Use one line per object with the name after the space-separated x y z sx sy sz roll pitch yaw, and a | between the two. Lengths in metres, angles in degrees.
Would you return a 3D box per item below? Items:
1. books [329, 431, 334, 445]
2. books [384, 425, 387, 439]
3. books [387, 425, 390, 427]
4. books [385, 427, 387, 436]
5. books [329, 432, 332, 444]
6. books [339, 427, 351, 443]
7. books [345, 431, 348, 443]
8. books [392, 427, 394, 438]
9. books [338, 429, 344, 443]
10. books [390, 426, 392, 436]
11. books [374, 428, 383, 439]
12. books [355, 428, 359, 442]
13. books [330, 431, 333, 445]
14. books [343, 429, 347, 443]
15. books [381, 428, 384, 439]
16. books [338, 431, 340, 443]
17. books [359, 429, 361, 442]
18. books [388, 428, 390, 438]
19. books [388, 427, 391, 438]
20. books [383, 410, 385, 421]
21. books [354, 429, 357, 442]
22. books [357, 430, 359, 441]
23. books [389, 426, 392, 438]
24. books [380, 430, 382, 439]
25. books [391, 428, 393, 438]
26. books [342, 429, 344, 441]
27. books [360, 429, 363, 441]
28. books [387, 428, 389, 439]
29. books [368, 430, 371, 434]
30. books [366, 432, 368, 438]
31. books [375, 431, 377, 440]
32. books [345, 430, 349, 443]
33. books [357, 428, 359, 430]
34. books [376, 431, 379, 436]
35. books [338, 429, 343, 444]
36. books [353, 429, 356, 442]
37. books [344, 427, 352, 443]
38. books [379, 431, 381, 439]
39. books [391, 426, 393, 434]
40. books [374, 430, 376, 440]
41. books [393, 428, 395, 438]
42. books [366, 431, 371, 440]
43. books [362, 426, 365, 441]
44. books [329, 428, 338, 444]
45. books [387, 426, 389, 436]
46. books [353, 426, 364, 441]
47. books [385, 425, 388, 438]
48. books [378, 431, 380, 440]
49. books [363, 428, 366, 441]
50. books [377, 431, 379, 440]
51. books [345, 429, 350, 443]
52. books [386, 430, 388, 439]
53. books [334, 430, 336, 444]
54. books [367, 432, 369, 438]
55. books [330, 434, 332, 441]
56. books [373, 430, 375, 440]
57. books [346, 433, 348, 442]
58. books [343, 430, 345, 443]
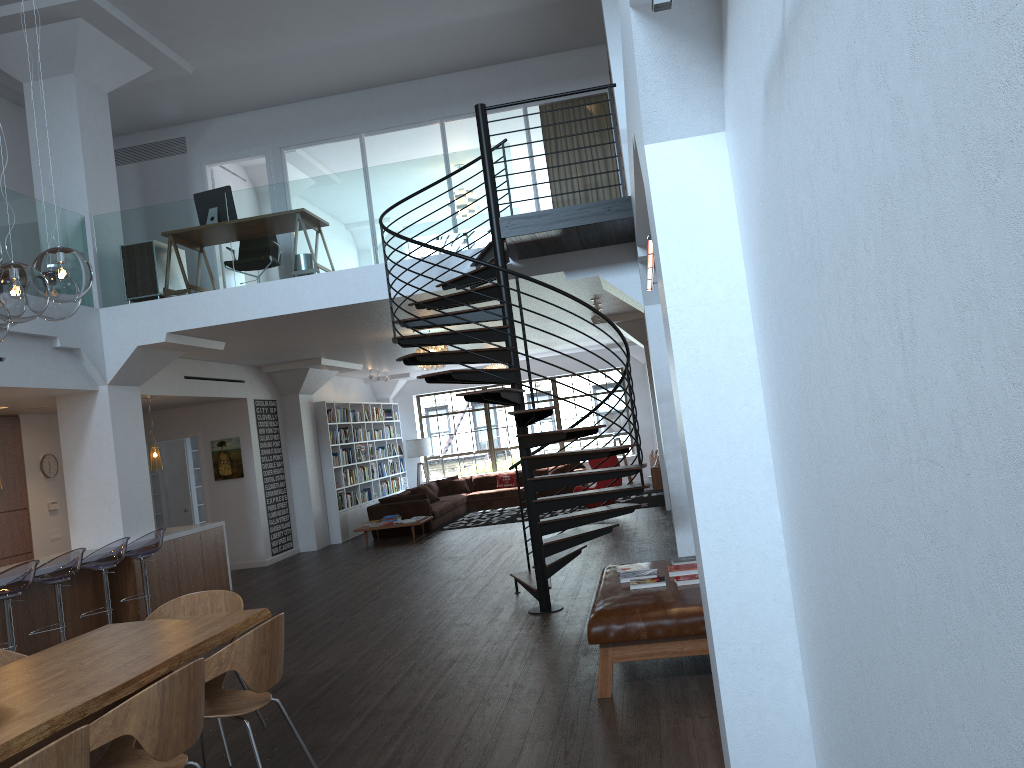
-3.149 0.934 15.251 0.172 0.235 0.112 -8 -3 8 | books
-2.708 1.005 18.352 0.198 0.284 0.066 -8 -3 8 | books
-2.647 1.013 18.730 0.176 0.290 0.036 -8 -3 8 | books
-2.685 1.021 18.394 0.160 0.250 0.026 -8 -3 8 | books
-3.163 0.942 15.190 0.161 0.218 0.101 -8 -3 8 | books
-3.049 0.940 16.144 0.198 0.284 0.049 -8 -3 8 | books
-3.051 0.962 15.952 0.161 0.223 0.032 -8 -3 8 | books
-2.621 1.044 18.913 0.174 0.240 0.045 -8 -3 8 | books
-3.097 0.940 15.768 0.180 0.259 0.042 -8 -3 8 | books
-2.636 1.030 18.777 0.180 0.259 0.060 -8 -3 8 | books
-2.731 1.024 18.143 0.140 0.231 0.042 -8 -3 8 | books
-2.965 0.964 16.531 0.182 0.253 0.034 -8 -3 8 | books
-3.156 0.935 15.219 0.152 0.232 0.104 -8 -3 8 | books
-3.072 0.948 15.918 0.183 0.253 0.042 -8 -3 8 | books
-2.727 1.028 18.192 0.158 0.226 0.052 -8 -3 8 | books
-3.116 0.947 15.592 0.174 0.236 0.142 -8 -3 9 | books
-2.941 0.974 16.727 0.170 0.245 0.057 -8 -3 8 | books
-2.662 1.030 18.579 0.171 0.246 0.057 -8 -3 8 | books
-2.656 1.036 18.656 0.174 0.240 0.045 -8 -3 8 | books
-2.734 0.666 18.423 0.161 0.223 0.032 -8 -3 8 | books
-2.978 0.967 16.431 0.174 0.239 0.045 -8 -3 8 | books
-2.962 0.978 16.601 0.167 0.230 0.037 -8 -3 8 | books
-2.641 1.029 18.694 0.183 0.253 0.034 -8 -3 8 | books
-2.730 1.042 18.102 0.139 0.191 0.036 -8 -3 8 | books
-2.626 1.035 18.818 0.160 0.250 0.026 -8 -3 8 | books
-3.088 0.946 15.807 0.160 0.251 0.039 -8 -3 8 | books
-2.929 0.978 16.777 0.174 0.239 0.045 -8 -3 8 | books
-2.675 1.024 18.502 0.183 0.253 0.034 -8 -3 8 | books
-2.839 1.017 17.392 0.146 0.202 0.027 -8 -3 8 | books
-2.854 1.027 17.202 0.120 0.167 0.020 -8 -3 8 | books
-2.786 1.030 17.706 0.139 0.191 0.036 -8 -3 8 | books
-3.045 0.956 16.028 0.174 0.240 0.054 -8 -3 8 | books
-2.949 0.970 16.686 0.159 0.250 0.026 -8 -3 8 | books
-2.752 1.046 17.915 0.109 0.171 0.018 -8 -3 8 | books
-3.103 0.940 15.681 0.183 0.253 0.042 -8 -3 8 | books
-2.986 0.958 16.358 0.182 0.253 0.034 -8 -3 8 | books
-3.026 0.936 16.193 0.176 0.291 0.053 -8 -3 8 | books
-2.740 1.046 18.007 0.128 0.178 0.022 -8 -3 8 | books
-2.627 1.036 18.874 0.183 0.253 0.034 -8 -3 8 | books
-2.793 1.023 17.646 0.146 0.202 0.027 -8 -3 8 | books
-2.611 1.050 18.979 0.168 0.231 0.037 -8 -3 8 | books
-2.838 1.020 17.359 0.139 0.191 0.036 -8 -3 8 | books
-2.922 0.961 16.915 0.197 0.283 0.065 -8 -3 8 | books
-3.124 0.911 15.410 0.176 0.290 0.053 -8 -3 8 | books
-2.666 1.024 18.534 0.183 0.253 0.034 -8 -3 8 | books
-2.927 0.956 16.855 0.176 0.290 0.053 -8 -3 8 | books
-2.685 1.004 18.460 0.176 0.290 0.053 -8 -3 8 | books
-2.756 1.042 17.962 0.134 0.184 0.030 -8 -3 8 | books
-2.895 0.978 16.985 0.159 0.250 0.026 -8 -3 8 | books
-2.756 1.047 17.860 0.120 0.167 0.020 -8 -3 8 | books
-3.045 0.955 16.103 0.160 0.251 0.031 -8 -3 8 | books
-2.677 1.035 18.418 0.161 0.223 0.026 -8 -3 8 | books
-3.141 0.933 15.334 0.174 0.242 0.105 -8 -3 8 | books
-2.840 1.028 17.251 0.107 0.167 0.017 -8 -3 8 | books
-3.167 0.956 15.111 0.161 0.182 0.170 -8 -3 8 | books
-2.798 1.023 17.621 0.127 0.200 0.020 -8 -3 8 | books
-3.055 0.964 15.984 0.161 0.223 0.033 -8 -3 8 | books
-3.079 0.948 15.845 0.171 0.246 0.039 -8 -3 8 | books
